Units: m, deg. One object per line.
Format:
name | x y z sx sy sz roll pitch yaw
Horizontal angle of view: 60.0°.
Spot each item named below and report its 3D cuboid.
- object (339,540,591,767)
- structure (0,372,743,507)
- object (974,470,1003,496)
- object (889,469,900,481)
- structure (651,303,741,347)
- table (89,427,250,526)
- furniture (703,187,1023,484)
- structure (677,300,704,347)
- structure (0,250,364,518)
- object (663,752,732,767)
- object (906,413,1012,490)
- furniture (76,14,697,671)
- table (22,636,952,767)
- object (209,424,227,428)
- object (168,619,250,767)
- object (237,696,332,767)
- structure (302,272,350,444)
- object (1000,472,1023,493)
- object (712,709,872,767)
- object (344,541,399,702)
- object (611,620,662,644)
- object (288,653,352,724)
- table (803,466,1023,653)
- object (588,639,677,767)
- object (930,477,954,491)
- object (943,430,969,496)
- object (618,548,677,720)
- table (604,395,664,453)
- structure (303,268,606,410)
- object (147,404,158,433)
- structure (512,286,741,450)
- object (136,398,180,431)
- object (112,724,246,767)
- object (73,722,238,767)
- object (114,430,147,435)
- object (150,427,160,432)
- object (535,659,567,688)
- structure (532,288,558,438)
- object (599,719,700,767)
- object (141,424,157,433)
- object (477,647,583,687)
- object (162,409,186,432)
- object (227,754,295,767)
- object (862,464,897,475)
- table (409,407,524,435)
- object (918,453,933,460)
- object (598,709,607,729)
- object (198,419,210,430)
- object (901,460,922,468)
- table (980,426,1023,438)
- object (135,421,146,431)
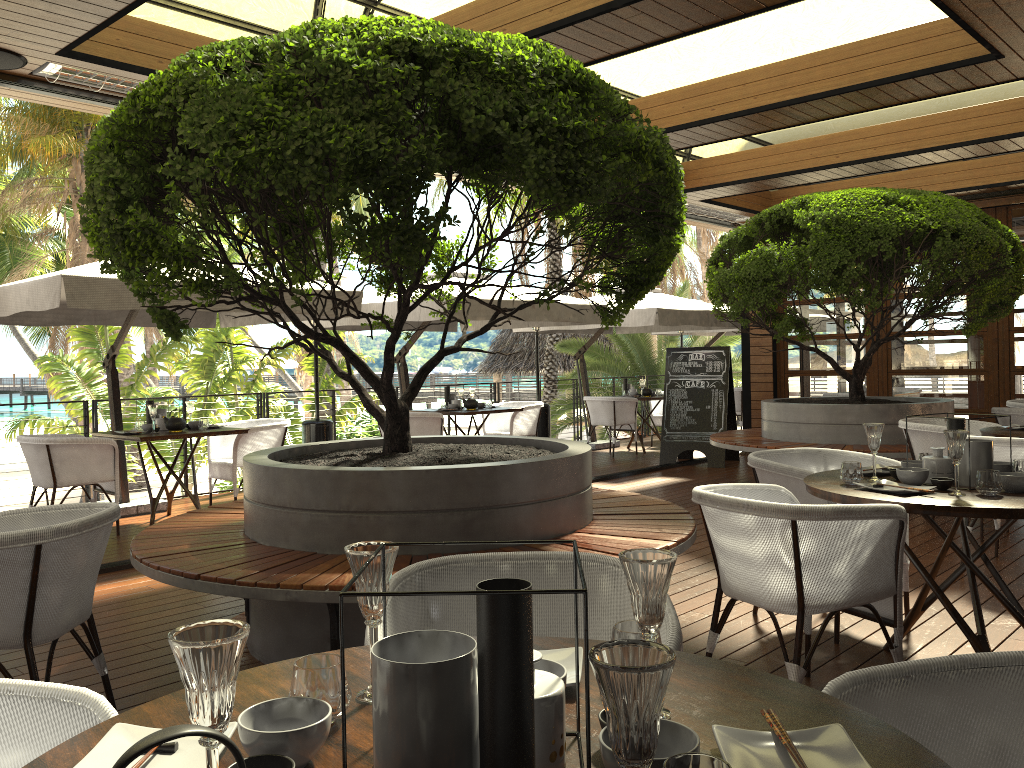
object | -0.046 0.347 1.066 0.263 0.264 0.263 -1 1 2
structure | -4.363 0.749 7.354 0.163 1.153 26.275 -1 1 43
object | 1.683 0.349 3.131 0.086 0.086 0.086 -1 1 16
object | 1.552 0.364 3.549 0.080 0.042 0.080 -2 1 -31
structure | 3.978 -0.350 14.748 2.413 2.332 2.414 0 1 43
table | -2.803 0.758 7.293 0.931 0.749 0.932 0 1 43
furniture | 3.068 -0.341 7.905 2.569 2.722 2.720 -1 1 8
structure | 2.633 -0.234 13.728 0.699 2.192 0.699 -1 0 31
structure | -2.903 -0.028 7.315 2.413 2.332 2.414 0 1 43
object | 0.190 0.434 0.905 0.086 0.086 0.086 -1 1 6
object | 1.723 0.253 3.424 0.263 0.264 0.263 -2 1 -30
furniture | -0.503 -0.177 4.150 2.616 2.722 2.695 -1 1 33
table | -0.040 0.853 1.053 1.166 0.749 1.166 -2 2 -45
object | -2.571 0.360 7.549 0.294 0.025 0.170 0 2 43
object | -0.314 0.371 0.928 0.082 0.227 0.082 -1 0 -9
object | -0.286 0.449 1.123 0.116 0.065 0.116 -1 1 23
structure | -1.937 -0.020 8.791 0.699 2.192 0.699 -1 0 31
object | 1.804 0.356 3.189 0.116 0.065 0.116 -1 1 -3
object | 0.342 0.458 1.065 0.170 0.025 0.295 -1 1 2
object | -0.210 0.358 1.342 0.082 0.227 0.082 -1 0 -4
object | 0.195 0.422 1.389 0.086 0.086 0.086 -2 1 -38
object | -0.273 0.435 1.256 0.086 0.086 0.086 -1 1 6
table | 1.747 0.758 3.429 1.166 0.749 1.166 -1 1 23
object | 0.115 0.364 0.830 0.082 0.227 0.082 -1 0 -4
object | 1.586 0.370 3.267 0.080 0.042 0.080 -1 1 4
object | 1.574 0.278 3.140 0.082 0.227 0.082 -1 1 -36
object | 0.193 0.352 1.249 0.082 0.227 0.082 -1 0 -9
table | 1.797 0.543 12.263 0.931 0.749 0.932 0 1 43
structure | -0.609 -0.135 9.793 2.413 2.332 2.414 0 1 43
object | -2.831 0.275 6.996 0.082 0.227 0.082 -1 1 44
structure | 1.685 -0.243 12.271 2.413 2.332 2.414 0 1 43
object | -2.955 0.252 7.412 0.263 0.264 0.263 -1 1 -2
object | -0.316 0.401 0.793 0.168 0.179 0.163 -1 1 5
object | -0.458 0.475 1.058 0.170 0.025 0.295 -1 1 2
object | -2.992 0.382 6.994 0.294 0.025 0.170 0 2 43
object | -2.848 0.369 7.075 0.080 0.042 0.080 -1 1 4
object | 0.021 0.440 1.259 0.116 0.065 0.116 -1 1 11
structure | 0.325 -0.126 11.234 0.699 2.192 0.699 -1 0 31
object | 0.160 0.442 1.030 0.116 0.065 0.116 -1 1 23
object | -2.921 0.357 7.141 0.116 0.065 0.116 0 2 41
object | -0.036 0.457 1.420 0.294 0.025 0.170 -1 1 7
object | -2.735 0.294 7.206 0.163 0.179 0.168 0 1 45
object | -0.290 0.463 1.020 0.080 0.042 0.080 -1 1 0
object | 1.527 0.368 3.755 0.295 0.025 0.170 -2 2 -30
table | -0.503 0.650 9.778 0.931 0.749 0.932 0 1 43
object | 1.741 0.334 3.709 0.086 0.086 0.086 -1 1 16
object | 0.152 0.451 1.150 0.080 0.042 0.080 -1 1 0
object | -2.551 0.334 7.338 0.086 0.086 0.086 -2 1 -42
object | 1.650 0.349 3.618 0.116 0.065 0.116 -1 1 -3
table | 3.579 0.670 5.526 1.166 0.749 1.166 -1 1 12
object | -3.016 0.347 7.200 0.086 0.086 0.086 -2 1 -42
